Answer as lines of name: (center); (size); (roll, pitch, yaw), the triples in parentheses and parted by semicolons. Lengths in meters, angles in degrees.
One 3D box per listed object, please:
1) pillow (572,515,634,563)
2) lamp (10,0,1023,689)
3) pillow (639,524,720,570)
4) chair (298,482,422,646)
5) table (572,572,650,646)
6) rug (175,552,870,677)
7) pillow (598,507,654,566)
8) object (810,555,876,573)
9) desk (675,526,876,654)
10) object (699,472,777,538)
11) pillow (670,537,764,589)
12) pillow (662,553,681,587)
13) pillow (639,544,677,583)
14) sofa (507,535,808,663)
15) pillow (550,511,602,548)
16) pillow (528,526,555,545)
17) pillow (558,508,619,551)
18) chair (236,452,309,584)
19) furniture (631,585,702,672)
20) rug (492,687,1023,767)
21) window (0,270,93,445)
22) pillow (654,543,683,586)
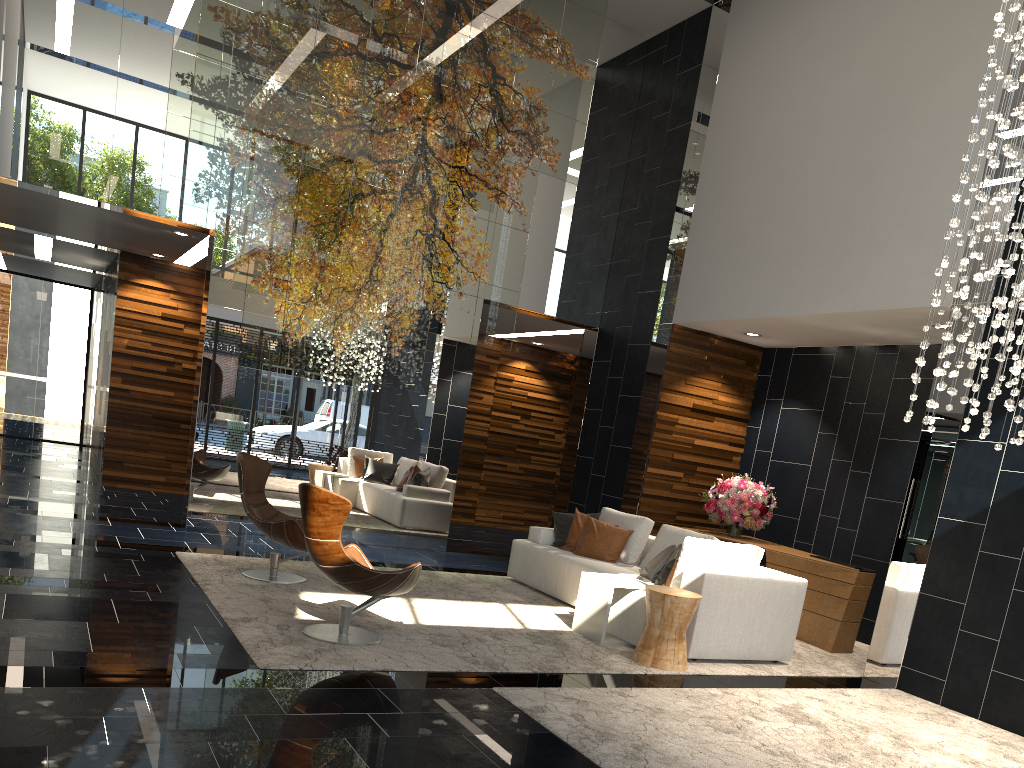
pillow: (0.818, 1.419, 7.858); (0.509, 0.422, 0.268); (10, 5, 31)
lamp: (5.175, -46.432, 1.354); (400.061, 116.416, 393.154); (9, -3, -3)
pillow: (1.423, 1.444, 7.314); (0.293, 0.444, 0.699); (6, 1, -28)
chair: (-0.931, 1.092, 5.227); (0.661, 0.950, 0.788); (12, 5, 29)
table: (0.759, 1.693, 6.496); (0.405, 0.476, 0.387); (7, 5, -29)
rug: (0.522, 1.944, 7.231); (5.981, 0.006, 3.127); (11, -4, -29)
pillow: (1.005, 1.420, 8.083); (0.250, 0.460, 0.699); (6, 2, -29)
object: (2.988, 1.622, 7.762); (0.243, 0.027, 0.694); (10, -4, -18)
desk: (2.594, 1.990, 8.493); (1.003, 0.762, 2.183); (9, -2, -29)
object: (2.360, 1.253, 8.917); (0.699, 0.691, 0.640); (7, 4, -38)
pillow: (1.543, 1.404, 6.496); (0.721, 0.469, 0.210); (9, 6, -28)
pillow: (1.385, 1.430, 6.635); (0.526, 0.422, 0.259); (8, 5, -33)
pillow: (1.233, 1.444, 6.980); (0.294, 0.371, 0.504); (11, 1, 21)
sofa: (0.982, 1.679, 7.470); (1.308, 0.695, 2.773); (10, -3, -29)
pillow: (0.604, 1.387, 8.225); (0.547, 0.425, 0.252); (10, 6, 18)
pillow: (0.464, 1.506, 8.486); (0.632, 0.154, 0.233); (11, -1, -34)
pillow: (0.726, 1.393, 8.051); (0.539, 0.441, 0.241); (10, 6, 26)
chair: (-1.791, 1.045, 6.634); (0.789, 0.951, 0.659); (9, 5, -1)
furniture: (1.064, 1.679, 5.942); (0.391, 0.533, 0.385); (10, 5, 6)
rug: (1.916, 1.995, 4.583); (3.463, 0.006, 2.273); (11, -4, -29)
window: (-9.472, -0.630, 14.750); (4.008, 2.902, 0.057); (9, 8, -29)
pillow: (1.327, 1.447, 6.828); (0.250, 0.422, 0.556); (13, 3, 30)
